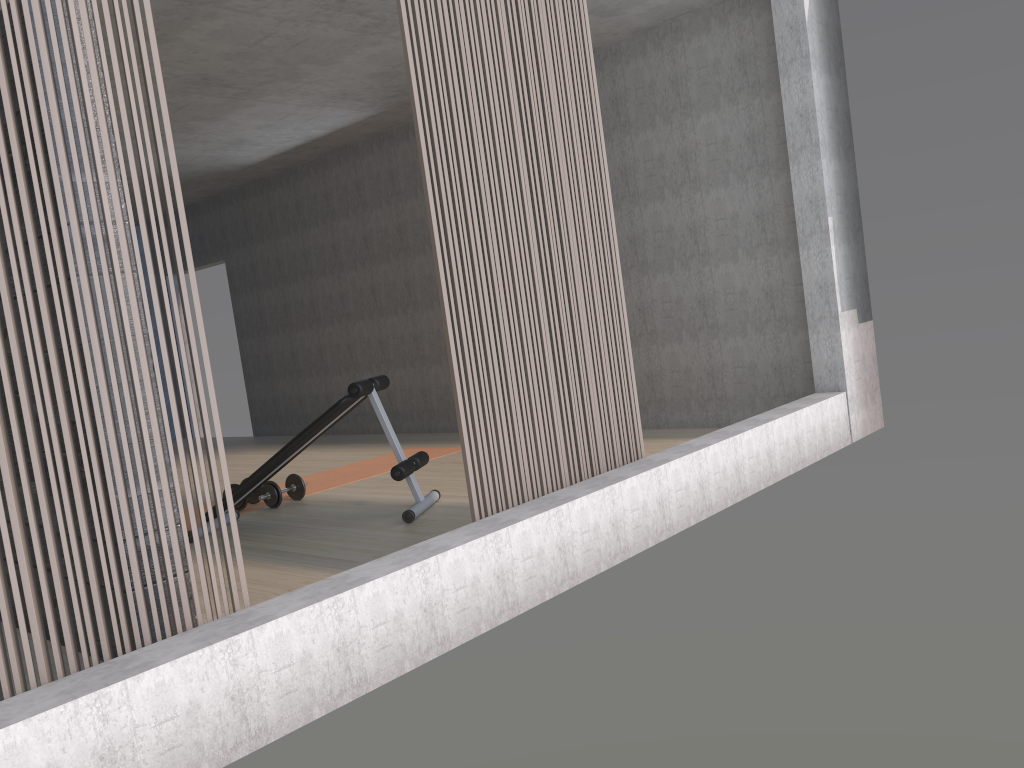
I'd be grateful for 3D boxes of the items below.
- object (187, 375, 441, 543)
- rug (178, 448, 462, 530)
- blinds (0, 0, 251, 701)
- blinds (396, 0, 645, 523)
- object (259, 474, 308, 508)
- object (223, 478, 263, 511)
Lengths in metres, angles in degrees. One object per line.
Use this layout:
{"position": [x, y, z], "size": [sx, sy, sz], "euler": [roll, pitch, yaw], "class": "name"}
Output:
{"position": [-1.134, 0.390, 4.860], "size": [1.312, 0.746, 0.505], "euler": [-7, 5, 12], "class": "object"}
{"position": [-1.507, 0.723, 6.132], "size": [0.716, 0.002, 2.779], "euler": [-4, 6, 43], "class": "rug"}
{"position": [-1.283, -0.382, 2.087], "size": [0.069, 2.744, 1.133], "euler": [-4, 6, 43], "class": "blinds"}
{"position": [0.073, -0.688, 3.571], "size": [0.069, 2.744, 1.133], "euler": [-4, 6, 43], "class": "blinds"}
{"position": [-1.434, 0.671, 5.572], "size": [0.176, 0.176, 0.385], "euler": [-5, 5, 34], "class": "object"}
{"position": [-1.697, 0.696, 5.608], "size": [0.176, 0.176, 0.385], "euler": [-7, 5, 15], "class": "object"}
